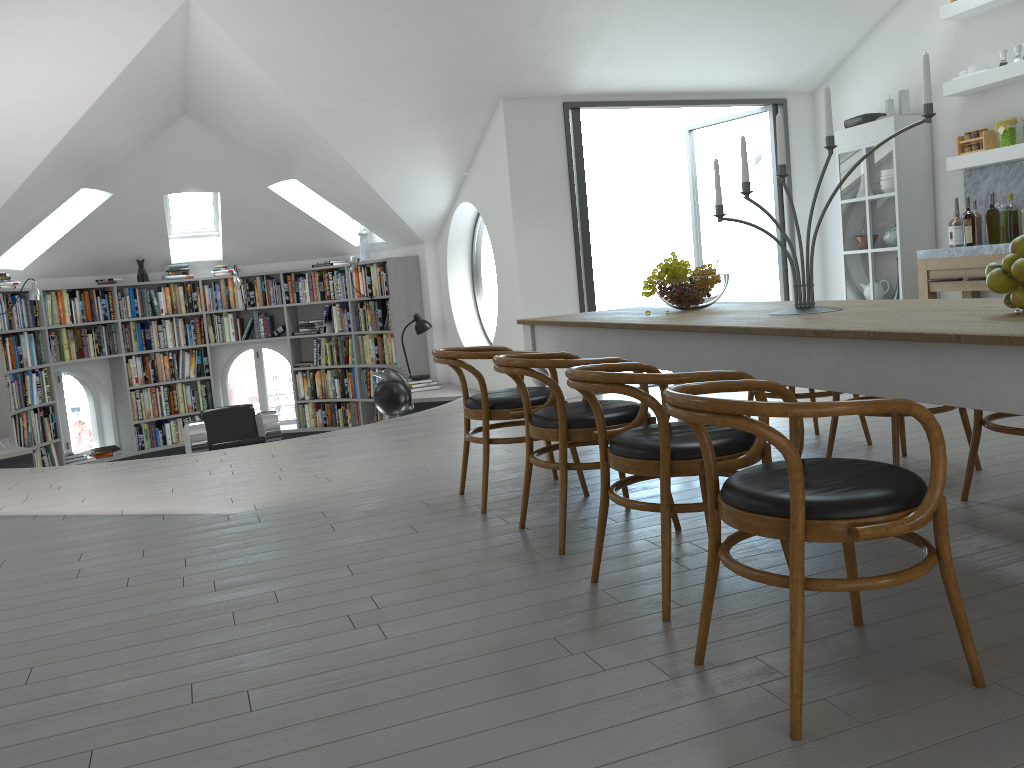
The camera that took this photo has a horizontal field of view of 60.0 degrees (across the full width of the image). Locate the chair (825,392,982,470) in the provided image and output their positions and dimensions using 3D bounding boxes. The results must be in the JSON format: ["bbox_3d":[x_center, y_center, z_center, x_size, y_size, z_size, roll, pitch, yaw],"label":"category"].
[{"bbox_3d":[1.774,0.029,3.995,0.622,0.733,0.528,-8,6,-23],"label":"chair"}]

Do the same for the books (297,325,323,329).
[{"bbox_3d":[-2.361,-0.684,10.560,0.285,0.031,0.270,-1,8,30],"label":"books"}]

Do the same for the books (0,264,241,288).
[{"bbox_3d":[-4.334,-1.182,9.667,0.747,0.173,2.822,0,9,40],"label":"books"}]

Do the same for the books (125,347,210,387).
[{"bbox_3d":[-4.005,-0.206,10.266,1.000,0.350,0.297,-10,7,-36],"label":"books"}]

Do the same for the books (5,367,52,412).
[{"bbox_3d":[-4.797,0.065,8.568,0.260,0.358,1.022,-5,7,-3],"label":"books"}]

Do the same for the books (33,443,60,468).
[{"bbox_3d":[-4.769,0.799,8.691,0.283,0.319,0.921,-5,7,-2],"label":"books"}]

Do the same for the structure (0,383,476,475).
[{"bbox_3d":[-2.740,0.620,8.491,4.706,0.691,4.725,-2,7,25],"label":"structure"}]

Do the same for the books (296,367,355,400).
[{"bbox_3d":[-2.150,-0.015,10.500,0.871,0.350,0.273,-3,6,21],"label":"books"}]

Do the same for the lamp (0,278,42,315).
[{"bbox_3d":[-4.558,-0.802,8.143,0.414,0.311,0.117,-8,6,-23],"label":"lamp"}]

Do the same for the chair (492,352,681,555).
[{"bbox_3d":[0.260,0.224,3.488,0.622,0.733,0.528,-7,6,-20],"label":"chair"}]

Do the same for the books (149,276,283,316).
[{"bbox_3d":[-3.457,-1.051,10.447,1.567,0.366,0.394,-7,6,-15],"label":"books"}]

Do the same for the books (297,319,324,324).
[{"bbox_3d":[-2.367,-0.747,10.554,0.270,0.031,0.286,-11,9,-40],"label":"books"}]

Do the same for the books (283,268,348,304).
[{"bbox_3d":[-2.235,-1.156,10.396,0.969,0.366,0.307,-2,6,23],"label":"books"}]

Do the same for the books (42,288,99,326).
[{"bbox_3d":[-4.768,-0.809,9.390,0.269,0.372,0.795,-3,7,23],"label":"books"}]

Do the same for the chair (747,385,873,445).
[{"bbox_3d":[1.575,-0.036,4.693,0.622,0.733,0.528,-7,6,-20],"label":"chair"}]

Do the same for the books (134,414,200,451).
[{"bbox_3d":[-3.939,0.537,10.328,1.021,0.305,0.288,-10,7,-35],"label":"books"}]

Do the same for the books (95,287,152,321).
[{"bbox_3d":[-4.406,-0.898,9.963,0.684,0.345,0.265,-11,8,-43],"label":"books"}]

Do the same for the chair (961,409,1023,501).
[{"bbox_3d":[2.086,0.079,3.335,0.622,0.733,0.528,-7,6,-17],"label":"chair"}]

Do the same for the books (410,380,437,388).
[{"bbox_3d":[-0.947,-0.003,8.955,0.287,0.034,0.305,-9,8,-30],"label":"books"}]

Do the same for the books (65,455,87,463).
[{"bbox_3d":[-4.742,0.800,9.509,0.270,0.031,0.286,-11,9,-43],"label":"books"}]

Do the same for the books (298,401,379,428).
[{"bbox_3d":[-1.881,0.344,10.371,1.496,0.310,0.361,-1,7,32],"label":"books"}]

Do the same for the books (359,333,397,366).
[{"bbox_3d":[-1.368,-0.391,9.849,0.276,0.347,1.021,-9,8,-35],"label":"books"}]

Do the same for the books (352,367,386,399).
[{"bbox_3d":[-1.387,-0.015,9.928,0.304,0.358,1.184,-10,8,-39],"label":"books"}]

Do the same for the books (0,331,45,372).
[{"bbox_3d":[-4.875,-0.307,8.558,0.303,0.347,1.091,-6,7,-4],"label":"books"}]

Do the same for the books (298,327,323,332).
[{"bbox_3d":[-2.358,-0.654,10.562,0.285,0.031,0.270,-3,7,15],"label":"books"}]

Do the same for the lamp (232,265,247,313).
[{"bbox_3d":[-3.163,-1.092,10.269,0.113,0.565,0.358,-6,6,-13],"label":"lamp"}]

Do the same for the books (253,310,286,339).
[{"bbox_3d":[-2.852,-0.726,10.575,0.399,0.340,0.225,-5,6,0],"label":"books"}]

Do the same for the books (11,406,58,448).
[{"bbox_3d":[-4.716,0.640,8.356,0.391,0.693,1.644,-6,7,-10],"label":"books"}]

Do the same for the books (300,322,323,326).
[{"bbox_3d":[-2.364,-0.715,10.557,0.226,0.036,0.214,-1,8,30],"label":"books"}]

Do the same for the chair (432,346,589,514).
[{"bbox_3d":[-0.033,0.172,4.154,0.622,0.733,0.528,-7,6,-17],"label":"chair"}]

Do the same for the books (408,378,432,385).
[{"bbox_3d":[-0.950,-0.035,8.952,0.269,0.031,0.286,-6,7,-10],"label":"books"}]

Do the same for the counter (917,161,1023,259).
[{"bbox_3d":[4.542,-1.021,3.558,0.962,0.618,6.586,-7,7,-20],"label":"counter"}]

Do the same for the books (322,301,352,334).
[{"bbox_3d":[-1.952,-0.784,10.341,0.553,0.350,0.256,-2,6,26],"label":"books"}]

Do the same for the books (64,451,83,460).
[{"bbox_3d":[-4.744,0.769,9.507,0.214,0.036,0.226,-11,9,-43],"label":"books"}]

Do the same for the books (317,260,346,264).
[{"bbox_3d":[-2.111,-1.422,10.373,0.247,0.027,0.234,1,9,42],"label":"books"}]

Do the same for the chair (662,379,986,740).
[{"bbox_3d":[0.691,0.349,2.103,0.622,0.733,0.528,-7,6,-17],"label":"chair"}]

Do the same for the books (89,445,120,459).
[{"bbox_3d":[-4.490,0.753,9.787,0.318,0.099,0.292,-7,7,-18],"label":"books"}]

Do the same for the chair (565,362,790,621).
[{"bbox_3d":[0.501,0.284,2.803,0.622,0.733,0.528,-8,6,-25],"label":"chair"}]

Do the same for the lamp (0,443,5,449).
[{"bbox_3d":[-4.348,0.298,7.250,0.306,0.523,0.306,-8,6,-31],"label":"lamp"}]

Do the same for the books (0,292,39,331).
[{"bbox_3d":[-4.895,-0.690,8.507,0.300,0.360,1.035,-6,7,-4],"label":"books"}]

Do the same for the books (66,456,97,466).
[{"bbox_3d":[-4.739,0.834,9.512,0.388,0.042,0.367,0,8,36],"label":"books"}]

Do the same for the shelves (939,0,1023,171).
[{"bbox_3d":[4.499,-1.883,4.040,0.480,1.358,5.557,-8,7,-25],"label":"shelves"}]

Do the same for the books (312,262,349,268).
[{"bbox_3d":[-2.109,-1.394,10.376,0.336,0.036,0.317,-1,8,32],"label":"books"}]

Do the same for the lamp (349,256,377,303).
[{"bbox_3d":[-1.616,-1.137,9.645,0.276,0.524,0.112,-8,6,-29],"label":"lamp"}]

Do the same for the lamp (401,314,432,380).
[{"bbox_3d":[-0.945,-0.379,8.929,0.322,0.658,0.234,-6,5,-5],"label":"lamp"}]

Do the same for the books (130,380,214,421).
[{"bbox_3d":[-3.960,0.175,10.309,1.034,0.356,0.293,-10,7,-35],"label":"books"}]

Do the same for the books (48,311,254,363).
[{"bbox_3d":[-4.117,-0.541,10.001,2.535,0.370,0.591,-11,8,-39],"label":"books"}]

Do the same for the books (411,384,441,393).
[{"bbox_3d":[-0.944,0.034,8.958,0.366,0.042,0.388,-8,7,-20],"label":"books"}]

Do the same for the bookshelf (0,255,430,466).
[{"bbox_3d":[-3.293,-0.247,9.713,4.338,1.875,2.112,-7,6,-20],"label":"bookshelf"}]

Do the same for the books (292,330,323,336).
[{"bbox_3d":[-2.355,-0.621,10.565,0.388,0.042,0.367,-3,7,20],"label":"books"}]

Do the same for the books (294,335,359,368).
[{"bbox_3d":[-2.109,-0.395,10.425,0.973,0.351,0.252,-2,6,22],"label":"books"}]

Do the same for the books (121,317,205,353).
[{"bbox_3d":[-4.063,-0.583,10.268,1.030,0.358,0.301,-10,7,-34],"label":"books"}]

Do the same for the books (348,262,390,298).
[{"bbox_3d":[-1.452,-1.153,9.793,0.293,0.361,1.014,-10,8,-37],"label":"books"}]

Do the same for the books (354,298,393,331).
[{"bbox_3d":[-1.412,-0.771,9.816,0.280,0.357,1.053,-9,8,-34],"label":"books"}]
